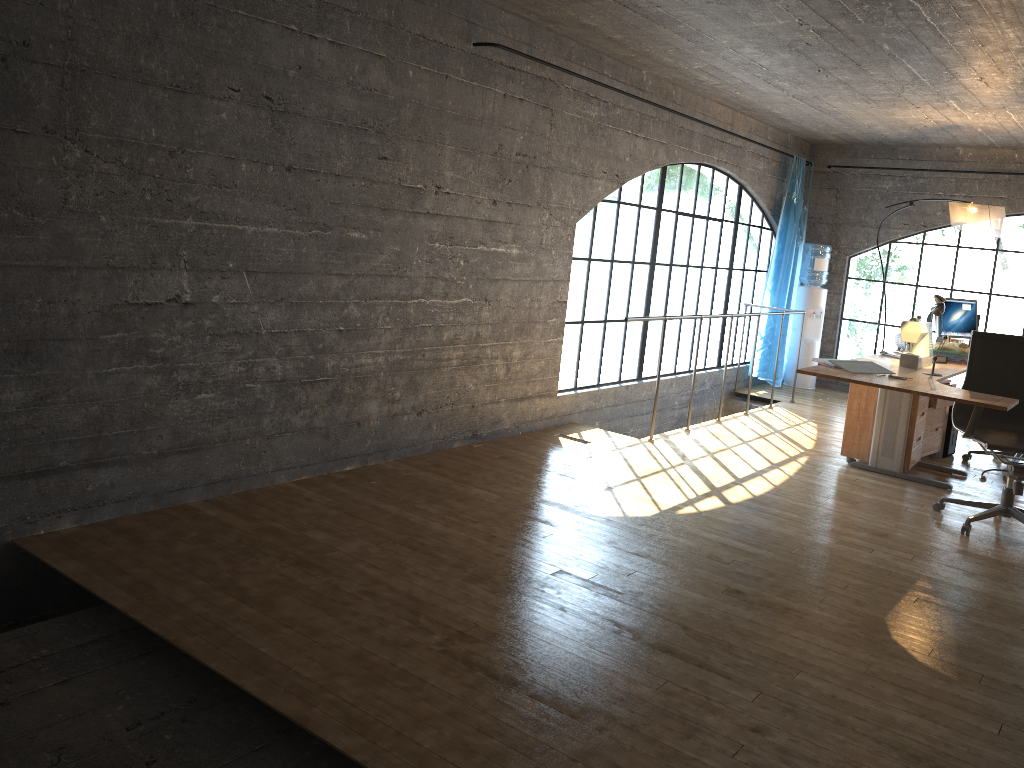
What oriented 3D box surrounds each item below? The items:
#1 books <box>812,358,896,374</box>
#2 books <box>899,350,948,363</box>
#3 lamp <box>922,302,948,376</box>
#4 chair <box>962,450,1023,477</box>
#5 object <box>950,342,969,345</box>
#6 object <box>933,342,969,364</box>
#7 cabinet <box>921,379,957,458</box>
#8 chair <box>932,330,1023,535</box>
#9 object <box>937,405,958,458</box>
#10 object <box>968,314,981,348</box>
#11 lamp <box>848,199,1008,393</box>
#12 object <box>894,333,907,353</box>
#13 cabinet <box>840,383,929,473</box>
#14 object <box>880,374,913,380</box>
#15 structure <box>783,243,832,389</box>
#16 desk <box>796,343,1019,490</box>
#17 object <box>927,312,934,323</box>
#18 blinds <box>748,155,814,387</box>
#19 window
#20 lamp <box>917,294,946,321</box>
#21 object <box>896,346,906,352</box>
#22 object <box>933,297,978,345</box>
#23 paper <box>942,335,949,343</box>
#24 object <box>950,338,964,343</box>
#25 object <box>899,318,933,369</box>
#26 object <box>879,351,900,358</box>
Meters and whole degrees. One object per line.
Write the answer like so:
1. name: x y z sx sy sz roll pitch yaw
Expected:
1. books: 1.853 -0.104 4.802 0.306 0.044 0.322 3 10 -19
2. books: 2.648 -0.188 5.736 0.260 0.053 0.294 4 10 -13
3. lamp: 2.368 -0.252 4.910 0.106 0.406 0.208 8 6 22
4. chair: 3.544 0.176 6.128 0.656 0.851 0.688 9 7 23
5. object: 3.519 -0.312 7.020 0.206 0.036 0.205 13 12 34
6. object: 2.902 -0.216 5.831 0.258 0.129 0.253 13 11 38
7. cabinet: 2.798 0.223 6.233 0.477 0.567 0.425 12 9 43
8. chair: 2.676 0.271 4.615 0.653 1.007 0.691 7 6 6
9. object: 3.004 0.278 6.497 0.485 0.408 0.200 13 9 41
10. object: 3.671 -0.419 7.025 0.085 0.275 0.085 10 6 38
11. lamp: 3.551 -0.981 9.626 0.386 1.912 6.309 6 9 1
12. object: 2.673 -0.276 6.019 0.099 0.134 0.156 4 8 -19
13. cabinet: 2.471 0.260 5.830 0.430 0.567 0.426 10 8 34
14. object: 1.995 -0.036 4.594 0.143 0.013 0.128 14 13 39
15. structure: 3.051 -0.705 9.090 0.326 1.464 0.330 3 6 -33
16. desk: 3.084 0.301 5.492 1.650 0.732 3.517 13 12 36
17. object: 3.204 -0.428 6.795 0.085 0.275 0.086 5 5 -10
18. blinds: 2.745 -1.108 8.774 0.264 2.265 0.947 9 6 32
19. window: 3.690 -0.768 7.681 6.939 1.854 3.224 5 9 -3
20. lamp: 3.151 -0.479 6.674 0.207 0.406 0.106 6 5 4
21. object: 2.735 -0.282 6.110 0.134 0.128 0.039 11 7 32
22. object: 3.450 -0.470 6.863 0.469 0.387 0.289 2 8 -28
23. paper: 3.322 -0.334 6.756 0.078 0.074 0.019 2 6 -29
24. object: 3.505 -0.350 7.031 0.145 0.032 0.152 14 13 40
25. object: 2.429 -0.252 5.305 0.138 0.282 0.403 10 9 36
26. object: 2.464 -0.187 5.700 0.075 0.025 0.183 2 11 -23
